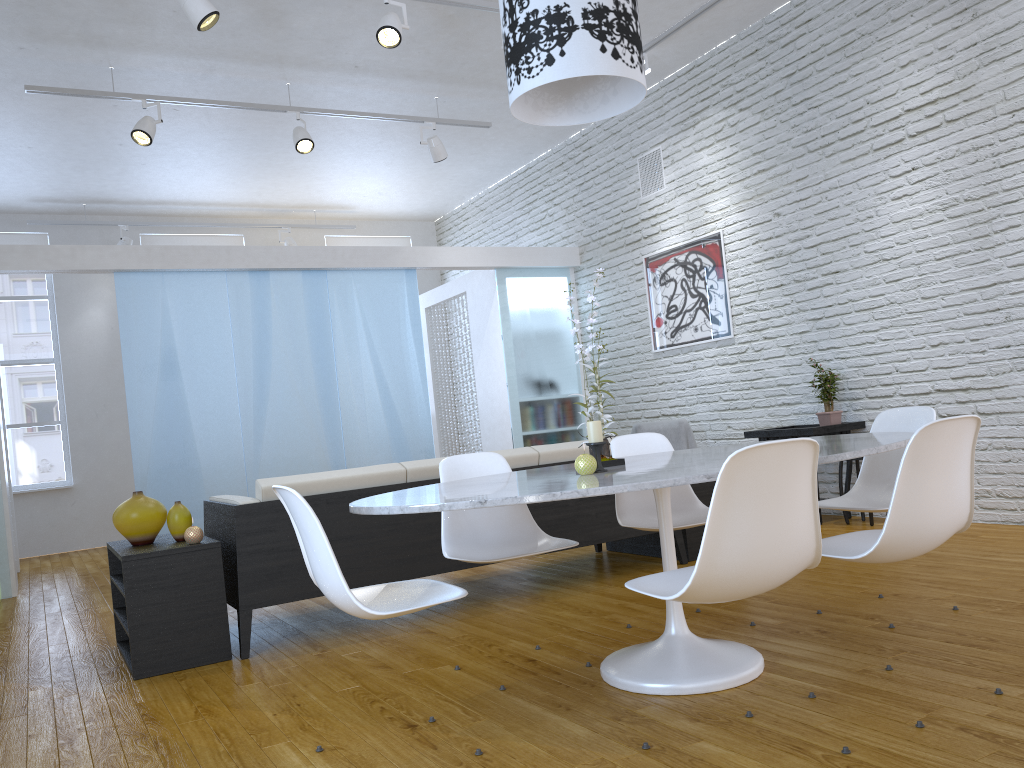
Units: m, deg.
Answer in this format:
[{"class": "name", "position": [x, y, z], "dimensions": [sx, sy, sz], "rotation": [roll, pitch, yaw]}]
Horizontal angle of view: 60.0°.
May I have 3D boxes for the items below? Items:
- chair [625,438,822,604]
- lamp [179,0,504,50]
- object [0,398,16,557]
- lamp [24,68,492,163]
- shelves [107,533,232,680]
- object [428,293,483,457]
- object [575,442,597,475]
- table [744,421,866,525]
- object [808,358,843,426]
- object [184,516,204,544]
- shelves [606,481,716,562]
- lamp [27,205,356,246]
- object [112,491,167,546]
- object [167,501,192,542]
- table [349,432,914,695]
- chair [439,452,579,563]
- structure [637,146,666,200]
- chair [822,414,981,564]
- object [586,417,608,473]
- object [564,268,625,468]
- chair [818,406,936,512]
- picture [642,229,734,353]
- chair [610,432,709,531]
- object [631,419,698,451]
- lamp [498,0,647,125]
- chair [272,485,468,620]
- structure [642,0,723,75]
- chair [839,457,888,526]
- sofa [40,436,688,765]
[{"class": "chair", "position": [0.476, 0.306, 1.993], "dimensions": [0.405, 0.351, 0.420], "rotation": [-5, -2, -26]}, {"class": "lamp", "position": [-0.739, -1.934, 4.486], "dimensions": [3.114, 0.486, 0.223], "rotation": [-5, -1, -29]}, {"class": "object", "position": [-3.855, 0.457, 6.679], "dimensions": [0.051, 2.015, 0.924], "rotation": [-6, -1, -29]}, {"class": "lamp", "position": [-1.514, -1.789, 5.989], "dimensions": [3.113, 0.486, 0.205], "rotation": [-4, -1, -31]}, {"class": "shelves", "position": [-1.415, 0.869, 3.618], "dimensions": [0.349, 0.451, 0.731], "rotation": [-5, -2, -29]}, {"class": "object", "position": [-0.509, 0.188, 8.516], "dimensions": [0.051, 2.015, 0.924], "rotation": [-6, -1, -29]}, {"class": "object", "position": [0.205, 0.209, 2.488], "dimensions": [0.063, 0.091, 0.062], "rotation": [-6, -1, 19]}, {"class": "table", "position": [1.817, 0.549, 5.447], "dimensions": [0.439, 0.578, 0.564], "rotation": [-5, -2, -29]}, {"class": "object", "position": [1.911, 0.049, 5.391], "dimensions": [0.175, 0.436, 0.237], "rotation": [-6, -1, -4]}, {"class": "object", "position": [-1.227, 0.562, 3.413], "dimensions": [0.071, 0.104, 0.071], "rotation": [-6, -1, -2]}, {"class": "shelves", "position": [0.846, 0.687, 4.859], "dimensions": [0.349, 0.451, 0.731], "rotation": [-5, -2, -29]}, {"class": "lamp", "position": [-3.053, -1.509, 8.825], "dimensions": [3.114, 0.486, 0.198], "rotation": [-5, -1, -30]}, {"class": "object", "position": [-1.510, 0.544, 3.601], "dimensions": [0.207, 0.215, 0.207], "rotation": [-6, -2, 13]}, {"class": "object", "position": [-1.340, 0.553, 3.573], "dimensions": [0.095, 0.160, 0.095], "rotation": [-6, -1, 13]}, {"class": "table", "position": [0.475, 0.547, 2.663], "dimensions": [1.907, 0.622, 1.073], "rotation": [-5, -2, -29]}, {"class": "chair", "position": [-0.033, 0.397, 2.882], "dimensions": [0.405, 0.351, 0.420], "rotation": [-5, -2, -29]}, {"class": "structure", "position": [1.081, -1.632, 6.868], "dimensions": [0.010, 0.334, 0.308], "rotation": [-6, -1, -29]}, {"class": "chair", "position": [0.948, 0.268, 2.237], "dimensions": [0.405, 0.351, 0.420], "rotation": [-5, -2, -30]}, {"class": "object", "position": [0.240, 0.164, 2.540], "dimensions": [0.059, 0.176, 0.059], "rotation": [-5, -1, -44]}, {"class": "object", "position": [0.251, -0.053, 2.771], "dimensions": [0.166, 0.638, 0.202], "rotation": [-6, -1, -1]}, {"class": "chair", "position": [1.266, 0.271, 3.104], "dimensions": [0.419, 0.351, 0.406], "rotation": [-5, -2, -27]}, {"class": "picture", "position": [1.296, -0.668, 6.627], "dimensions": [0.010, 0.769, 0.922], "rotation": [-6, -2, -29]}, {"class": "chair", "position": [0.572, 0.347, 3.188], "dimensions": [0.405, 0.351, 0.420], "rotation": [-5, -2, -25]}, {"class": "object", "position": [1.066, 0.602, 6.176], "dimensions": [0.645, 0.687, 0.635], "rotation": [-6, -1, 10]}, {"class": "lamp", "position": [0.113, -1.585, 2.589], "dimensions": [0.400, 1.537, 0.399], "rotation": [-6, -1, 28]}, {"class": "chair", "position": [-0.359, 0.402, 2.213], "dimensions": [0.419, 0.351, 0.406], "rotation": [-5, -2, -27]}, {"class": "structure", "position": [1.288, -2.270, 5.333], "dimensions": [0.052, 0.182, 3.913], "rotation": [-6, -2, -29]}, {"class": "chair", "position": [2.021, 0.598, 5.089], "dimensions": [0.262, 0.408, 0.261], "rotation": [-7, -2, 42]}, {"class": "sofa", "position": [-0.628, 0.737, 4.849], "dimensions": [5.330, 0.678, 9.743], "rotation": [-5, -3, -29]}]
